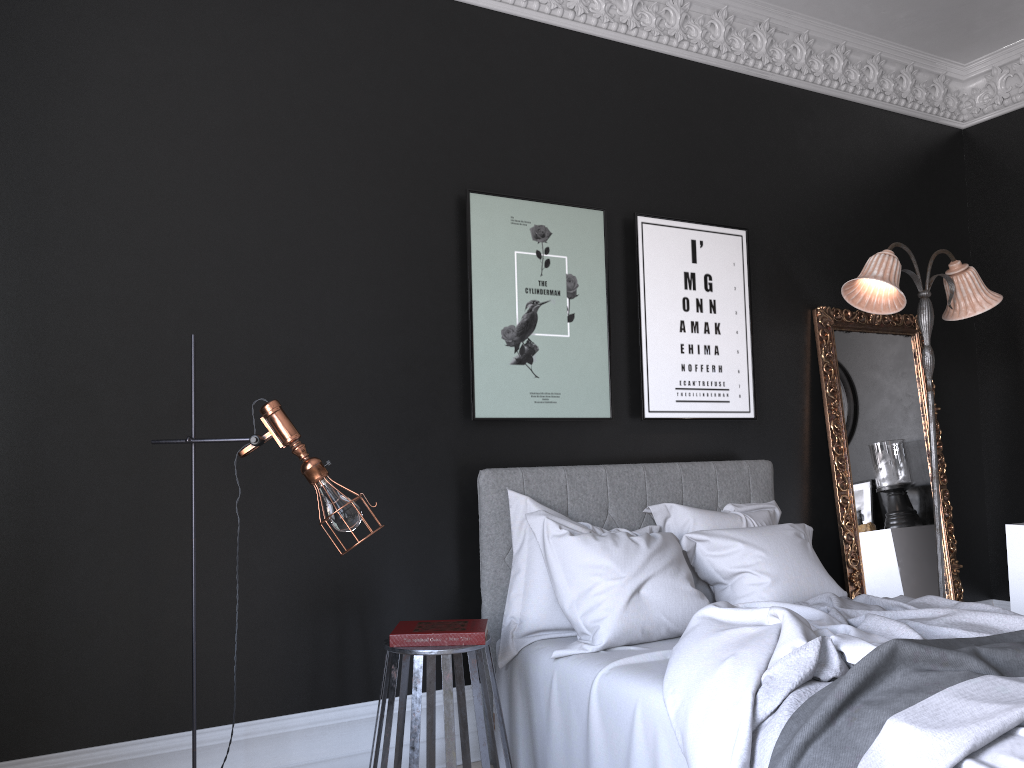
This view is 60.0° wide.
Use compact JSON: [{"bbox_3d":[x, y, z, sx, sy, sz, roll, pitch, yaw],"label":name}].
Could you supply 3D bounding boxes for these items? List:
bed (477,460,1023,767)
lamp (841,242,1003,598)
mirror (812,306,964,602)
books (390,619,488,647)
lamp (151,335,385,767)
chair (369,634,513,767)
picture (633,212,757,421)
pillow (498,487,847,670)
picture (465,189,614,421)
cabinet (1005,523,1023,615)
[{"bbox_3d":[1.294,0.908,3.026,2.766,1.296,3.287,3,-6,-41],"label":"bed"},{"bbox_3d":[2.227,0.462,4.671,0.986,2.408,0.773,-2,-4,3],"label":"lamp"},{"bbox_3d":[2.296,0.630,5.308,0.991,2.189,0.254,1,-4,-29],"label":"mirror"},{"bbox_3d":[-0.268,0.936,3.339,0.346,0.045,0.276,-2,-5,1],"label":"books"},{"bbox_3d":[-1.283,0.730,2.964,1.718,1.776,0.437,-2,-4,9],"label":"lamp"},{"bbox_3d":[-0.268,1.293,3.310,0.613,0.672,0.614,-3,-4,15],"label":"chair"},{"bbox_3d":[0.993,-0.343,4.749,0.792,1.077,0.014,1,-4,-29],"label":"picture"},{"bbox_3d":[0.797,0.823,4.034,1.830,0.759,0.681,1,-5,-29],"label":"pillow"},{"bbox_3d":[0.146,-0.361,4.275,0.792,1.077,0.014,1,-4,-29],"label":"picture"},{"bbox_3d":[3.709,1.154,4.216,0.570,0.881,2.399,1,-5,-29],"label":"cabinet"}]
